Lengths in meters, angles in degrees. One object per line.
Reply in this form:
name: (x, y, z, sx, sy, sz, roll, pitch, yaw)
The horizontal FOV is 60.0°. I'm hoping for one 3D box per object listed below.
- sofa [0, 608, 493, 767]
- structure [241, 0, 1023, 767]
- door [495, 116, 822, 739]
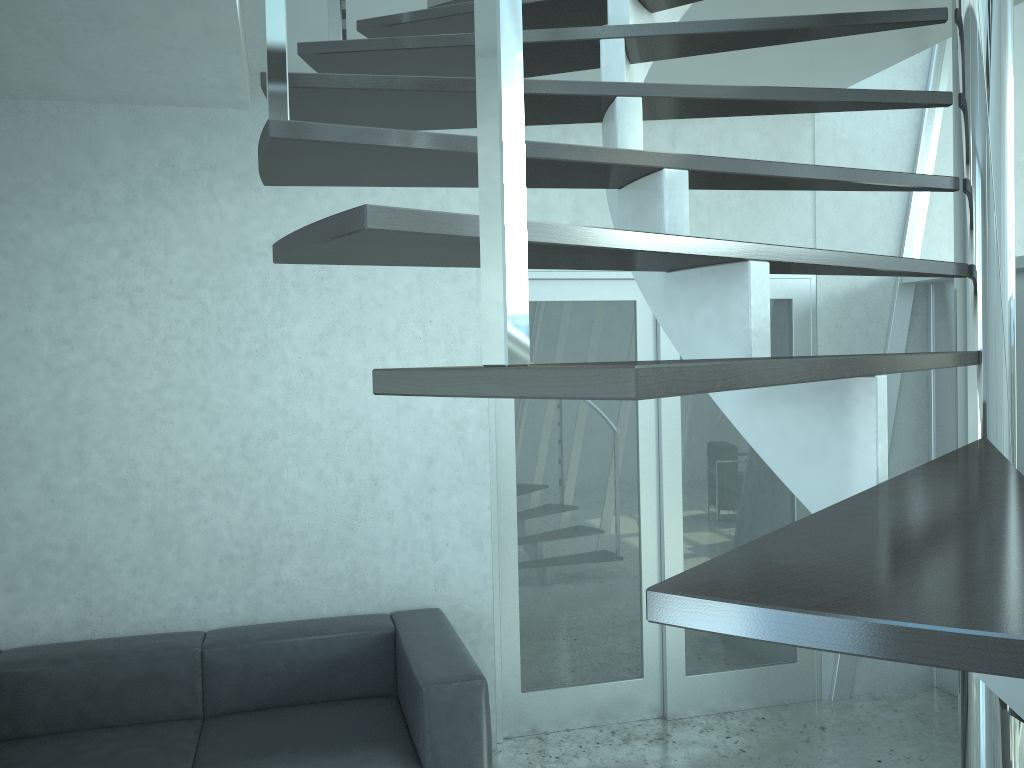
sofa: (-1.142, 1.331, 3.230, 2.025, 0.652, 0.943, -2, 2, -14)
structure: (0.686, -0.413, 2.210, 2.655, 4.156, 3.780, -2, 2, -14)
door: (1.088, 0.177, 4.793, 1.162, 3.200, 2.576, 0, 2, 33)
